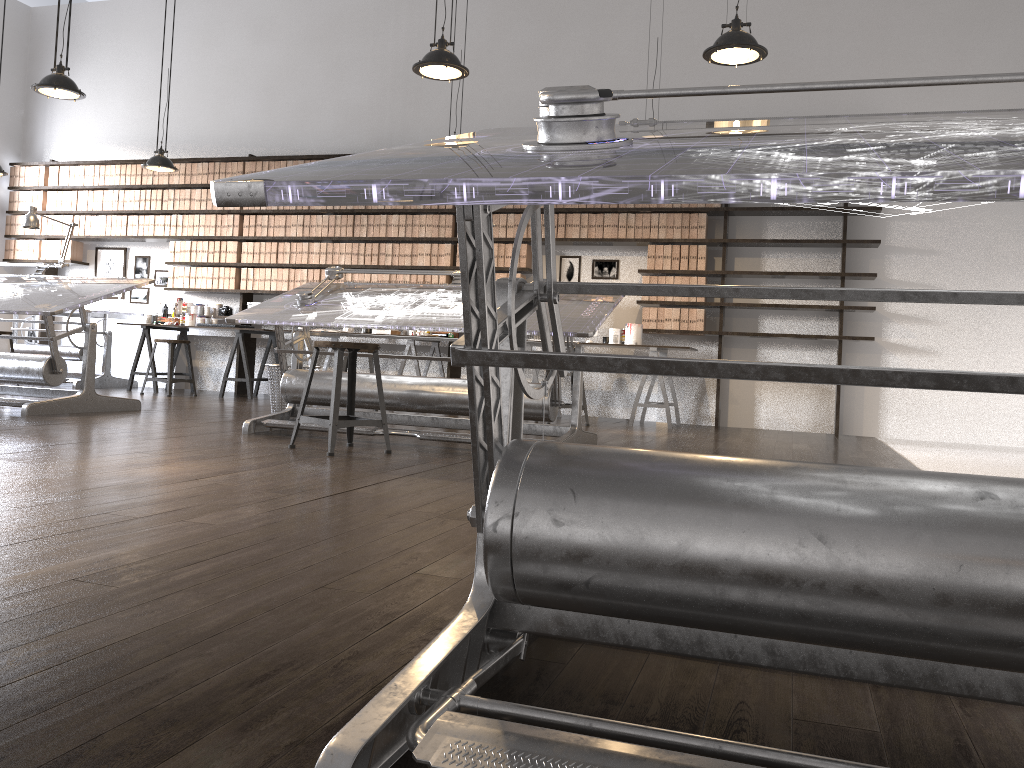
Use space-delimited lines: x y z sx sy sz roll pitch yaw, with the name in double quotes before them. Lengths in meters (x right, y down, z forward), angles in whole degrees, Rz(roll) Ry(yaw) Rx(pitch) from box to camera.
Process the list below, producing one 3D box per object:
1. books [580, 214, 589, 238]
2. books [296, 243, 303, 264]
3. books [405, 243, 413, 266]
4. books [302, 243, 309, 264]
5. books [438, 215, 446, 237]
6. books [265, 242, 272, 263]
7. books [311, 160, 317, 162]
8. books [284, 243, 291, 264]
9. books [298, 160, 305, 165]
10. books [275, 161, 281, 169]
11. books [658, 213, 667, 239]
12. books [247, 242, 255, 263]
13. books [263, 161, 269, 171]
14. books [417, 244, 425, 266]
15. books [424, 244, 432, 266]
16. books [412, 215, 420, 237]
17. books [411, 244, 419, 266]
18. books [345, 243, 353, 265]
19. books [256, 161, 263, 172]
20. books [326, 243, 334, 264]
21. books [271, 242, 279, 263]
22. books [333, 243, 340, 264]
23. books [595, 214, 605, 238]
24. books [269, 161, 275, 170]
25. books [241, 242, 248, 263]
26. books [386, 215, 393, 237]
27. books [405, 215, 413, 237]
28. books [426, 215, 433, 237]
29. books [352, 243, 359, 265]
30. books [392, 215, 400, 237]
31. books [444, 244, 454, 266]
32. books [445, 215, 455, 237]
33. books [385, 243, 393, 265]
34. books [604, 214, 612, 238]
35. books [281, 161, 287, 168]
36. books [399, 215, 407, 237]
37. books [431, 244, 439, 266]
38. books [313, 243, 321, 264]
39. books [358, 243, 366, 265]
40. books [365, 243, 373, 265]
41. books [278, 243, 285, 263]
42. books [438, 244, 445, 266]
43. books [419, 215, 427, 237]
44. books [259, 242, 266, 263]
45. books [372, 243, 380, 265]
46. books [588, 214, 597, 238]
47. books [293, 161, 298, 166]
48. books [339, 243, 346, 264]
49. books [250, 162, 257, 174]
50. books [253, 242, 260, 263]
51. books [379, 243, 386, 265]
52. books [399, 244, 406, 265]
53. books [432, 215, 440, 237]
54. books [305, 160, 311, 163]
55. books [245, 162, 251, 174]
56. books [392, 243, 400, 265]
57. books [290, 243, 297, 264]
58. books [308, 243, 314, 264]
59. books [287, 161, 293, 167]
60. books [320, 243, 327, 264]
"books" 0.677 -1.424 8.064 0.067 0.226 0.174 2 -1 17
"books" -2.100 -1.302 8.939 0.067 0.226 0.174 2 -1 17
"books" -0.966 -1.236 8.571 0.067 0.226 0.174 2 -1 17
"books" -2.037 -1.298 8.913 0.067 0.226 0.174 2 -1 18
"books" -0.638 -1.495 8.484 0.067 0.226 0.174 2 -1 18
"books" -2.444 -1.322 9.049 0.067 0.226 0.174 2 -1 18
"books" -1.961 -2.125 8.932 0.067 0.226 0.174 2 -1 18
"books" -2.236 -1.310 8.978 0.067 0.226 0.174 2 -1 18
"books" -2.094 -2.133 8.969 0.067 0.226 0.174 2 -1 17
"books" -2.352 -2.148 9.056 0.067 0.226 0.174 2 -1 18
"books" 1.348 -1.385 7.851 0.067 0.226 0.174 2 -1 17
"books" -2.638 -1.333 9.103 0.067 0.226 0.174 2 -1 17
"books" -2.486 -2.156 9.096 0.067 0.226 0.174 2 -1 17
"books" -0.842 -1.228 8.535 0.067 0.226 0.174 2 -1 18
"books" -0.779 -1.225 8.513 0.067 0.226 0.174 2 -1 17
"books" -0.896 -1.510 8.569 0.067 0.226 0.174 2 -1 17
"books" -0.901 -1.232 8.556 0.067 0.226 0.174 2 -1 18
"books" -1.576 -1.271 8.765 0.067 0.226 0.174 2 -1 18
"books" -2.556 -2.160 9.115 0.067 0.226 0.174 2 -1 17
"books" -1.776 -1.283 8.835 0.067 0.226 0.174 2 -1 17
"books" -2.375 -1.318 9.021 0.067 0.226 0.174 2 -1 17
"books" -1.709 -1.279 8.816 0.067 0.226 0.174 2 -1 17
"books" 0.811 -1.416 8.024 0.067 0.226 0.174 2 -1 18
"books" -2.418 -2.152 9.079 0.067 0.226 0.174 2 -1 18
"books" -2.706 -1.337 9.129 0.067 0.226 0.174 2 -1 17
"books" -1.159 -1.525 8.650 0.067 0.226 0.174 2 -1 17
"books" -0.963 -1.514 8.588 0.067 0.226 0.174 2 -1 17
"books" -0.762 -1.502 8.519 0.067 0.226 0.174 2 -1 18
"books" -1.507 -1.267 8.743 0.067 0.226 0.174 2 -1 17
"books" -1.099 -1.521 8.630 0.067 0.226 0.174 2 -1 17
"books" -0.584 -1.213 8.450 0.067 0.226 0.174 2 -1 18
"books" -0.571 -1.491 8.464 0.067 0.226 0.174 2 -1 18
"books" -1.165 -1.247 8.637 0.067 0.226 0.174 2 -1 17
"books" 0.882 -1.412 8.000 0.067 0.226 0.174 2 -1 18
"books" -2.286 -2.144 9.031 0.067 0.226 0.174 2 -1 17
"books" -1.031 -1.518 8.606 0.067 0.226 0.174 2 -1 18
"books" -0.711 -1.221 8.496 0.067 0.226 0.174 2 -1 18
"books" -1.913 -1.291 8.876 0.067 0.226 0.174 2 -1 17
"books" -1.446 -1.264 8.728 0.067 0.226 0.174 2 -1 18
"books" -1.373 -1.259 8.708 0.067 0.226 0.174 2 -1 17
"books" -2.302 -1.314 9.004 0.067 0.226 0.174 2 -1 18
"books" -0.644 -1.217 8.476 0.067 0.226 0.174 2 -1 18
"books" -0.830 -1.506 8.544 0.067 0.226 0.174 2 -1 18
"books" -2.507 -1.326 9.067 0.067 0.226 0.174 2 -1 17
"books" -1.304 -1.255 8.680 0.067 0.226 0.174 2 -1 18
"books" 0.745 -1.420 8.047 0.067 0.226 0.174 2 -1 18
"books" -2.157 -2.137 8.993 0.067 0.226 0.174 2 -1 18
"books" -1.644 -1.275 8.791 0.067 0.226 0.174 2 -1 18
"books" -2.625 -2.164 9.137 0.067 0.226 0.174 2 -1 18
"books" -2.569 -1.329 9.081 0.067 0.226 0.174 2 -1 18
"books" -1.231 -1.251 8.663 0.067 0.226 0.174 2 -1 17
"books" -1.028 -1.239 8.597 0.067 0.226 0.174 2 -1 18
"books" -0.699 -1.498 8.499 0.067 0.226 0.174 2 -1 17
"books" -2.029 -2.129 8.954 0.067 0.226 0.174 2 -1 18
"books" -2.683 -2.168 9.160 0.067 0.226 0.174 2 -1 17
"books" -1.096 -1.243 8.619 0.067 0.226 0.174 2 -1 18
"books" -2.167 -1.306 8.960 0.067 0.226 0.174 2 -1 17
"books" -1.972 -1.294 8.897 0.067 0.226 0.174 2 -1 17
"books" -2.217 -2.140 9.011 0.067 0.226 0.174 2 -1 18
"books" -1.845 -1.287 8.852 0.067 0.226 0.174 2 -1 18
